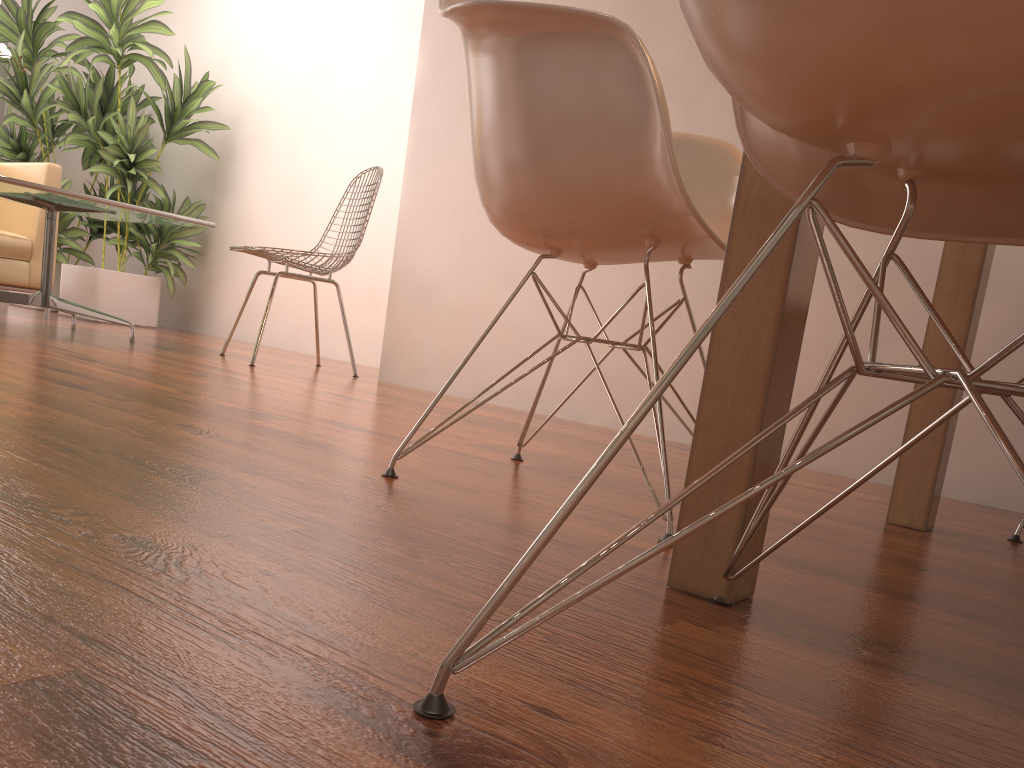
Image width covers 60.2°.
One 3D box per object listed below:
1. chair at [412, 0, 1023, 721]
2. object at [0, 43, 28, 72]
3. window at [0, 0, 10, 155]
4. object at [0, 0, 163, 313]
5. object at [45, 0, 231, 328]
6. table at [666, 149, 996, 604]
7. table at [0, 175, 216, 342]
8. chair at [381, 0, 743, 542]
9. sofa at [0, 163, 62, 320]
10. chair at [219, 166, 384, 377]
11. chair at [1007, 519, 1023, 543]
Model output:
[{"bbox_3d":[0.310,-0.163,0.551,0.680,0.872,0.639,12,7,31],"label":"chair"},{"bbox_3d":[-2.099,-1.097,3.374,0.368,0.597,0.296,12,8,31],"label":"object"},{"bbox_3d":[-5.809,-2.428,2.636,0.061,3.318,8.535,15,7,37],"label":"window"},{"bbox_3d":[-2.835,-1.518,5.668,1.079,2.133,0.955,3,9,-35],"label":"object"},{"bbox_3d":[-2.294,-1.419,5.281,0.965,2.133,1.069,2,10,-40],"label":"object"},{"bbox_3d":[1.358,0.005,0.752,2.057,0.820,1.022,11,6,36],"label":"table"},{"bbox_3d":[-2.255,-0.533,3.407,0.933,0.566,1.865,12,5,37],"label":"table"},{"bbox_3d":[0.141,-0.239,1.543,0.640,0.872,0.679,11,7,21],"label":"chair"},{"bbox_3d":[-3.236,-0.857,4.150,0.872,0.848,1.796,12,6,37],"label":"sofa"},{"bbox_3d":[-0.885,-0.523,3.758,0.560,0.912,0.537,4,8,-33],"label":"chair"},{"bbox_3d":[1.447,-0.058,1.770,0.679,0.872,0.640,13,8,36],"label":"chair"}]
